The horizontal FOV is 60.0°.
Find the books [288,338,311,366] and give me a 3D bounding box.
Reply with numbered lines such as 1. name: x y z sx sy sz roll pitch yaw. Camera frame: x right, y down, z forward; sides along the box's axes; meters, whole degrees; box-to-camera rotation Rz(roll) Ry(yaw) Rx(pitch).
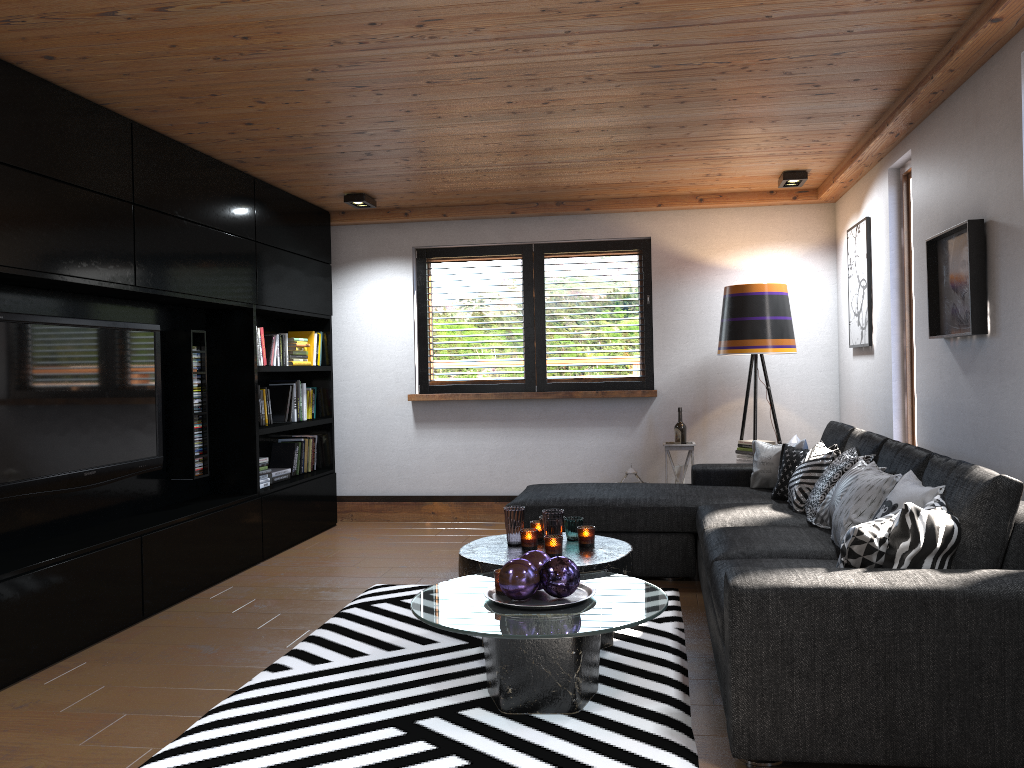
1. books: -1.612 -0.227 6.382 0.259 0.197 0.297 -1 1 12

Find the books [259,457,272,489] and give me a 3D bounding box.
1. books: -1.723 0.580 5.712 0.257 0.188 0.304 -1 1 16

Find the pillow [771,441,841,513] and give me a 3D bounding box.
1. pillow: 1.540 0.478 4.566 0.310 0.364 0.669 -1 1 4

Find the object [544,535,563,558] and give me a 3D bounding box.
1. object: 0.172 0.668 3.653 0.078 0.081 0.080 -1 1 24

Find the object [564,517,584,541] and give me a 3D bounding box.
1. object: 0.277 0.653 3.982 0.094 0.099 0.091 -2 1 -44

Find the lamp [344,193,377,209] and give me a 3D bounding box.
1. lamp: -1.060 -1.285 6.197 0.155 0.068 0.262 -1 1 9

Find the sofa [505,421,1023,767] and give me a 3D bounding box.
1. sofa: 0.861 0.664 4.035 2.081 0.818 3.101 -1 1 9

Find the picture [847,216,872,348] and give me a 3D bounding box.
1. picture: 2.199 -0.625 5.619 0.020 0.781 0.565 -1 0 9

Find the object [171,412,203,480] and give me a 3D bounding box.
1. object: -1.870 0.353 5.093 0.125 0.379 0.126 -1 0 9

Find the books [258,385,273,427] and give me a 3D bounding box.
1. books: -1.714 0.143 5.849 0.209 0.270 0.237 -1 1 9

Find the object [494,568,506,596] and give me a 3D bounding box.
1. object: -0.025 0.706 3.158 0.078 0.081 0.080 -1 1 24

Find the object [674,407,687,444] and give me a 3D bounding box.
1. object: 1.196 0.308 6.302 0.088 0.286 0.087 -1 0 -28

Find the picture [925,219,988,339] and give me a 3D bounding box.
1. picture: 1.866 -0.424 3.739 0.066 0.451 0.561 -1 1 10

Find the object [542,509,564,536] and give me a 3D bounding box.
1. object: 0.177 0.623 3.783 0.095 0.167 0.094 -1 0 -20

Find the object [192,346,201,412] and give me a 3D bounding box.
1. object: -1.878 -0.026 5.091 0.125 0.379 0.126 -1 0 9

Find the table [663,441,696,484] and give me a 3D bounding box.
1. table: 1.195 0.724 6.309 0.226 0.609 0.225 -1 0 9

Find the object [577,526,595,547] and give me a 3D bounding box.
1. object: 0.323 0.662 3.846 0.078 0.081 0.080 -1 1 24

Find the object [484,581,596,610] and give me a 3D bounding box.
1. object: 0.098 0.737 3.112 0.391 0.022 0.398 -1 1 28

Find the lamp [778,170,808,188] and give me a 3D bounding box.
1. lamp: 1.829 -1.340 5.781 0.155 0.068 0.262 -1 1 9

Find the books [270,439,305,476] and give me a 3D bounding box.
1. books: -1.624 0.531 6.421 0.206 0.256 0.245 -1 1 8

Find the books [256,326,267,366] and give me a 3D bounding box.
1. books: -1.711 -0.245 5.626 0.207 0.270 0.241 -1 1 9

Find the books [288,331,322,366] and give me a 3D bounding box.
1. books: -1.546 -0.262 6.636 0.212 0.261 0.211 -1 1 9

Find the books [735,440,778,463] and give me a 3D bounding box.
1. books: 1.663 0.464 5.989 0.221 0.159 0.253 -2 1 -24

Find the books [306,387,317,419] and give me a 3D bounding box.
1. books: -1.587 0.147 6.603 0.188 0.238 0.291 -1 1 8

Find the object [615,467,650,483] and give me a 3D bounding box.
1. object: 0.867 0.803 6.409 0.252 0.462 0.252 -1 0 9

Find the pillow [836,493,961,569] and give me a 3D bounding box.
1. pillow: 1.225 0.520 2.777 0.541 0.346 0.297 -2 1 -30

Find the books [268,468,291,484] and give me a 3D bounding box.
1. books: -1.671 0.629 6.066 0.208 0.073 0.267 -1 1 12

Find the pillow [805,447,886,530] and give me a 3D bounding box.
1. pillow: 1.469 0.487 3.935 0.274 0.355 0.730 -1 1 9

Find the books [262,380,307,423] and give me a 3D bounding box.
1. books: -1.629 0.122 6.280 0.221 0.296 0.346 -1 1 9

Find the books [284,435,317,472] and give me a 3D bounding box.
1. books: -1.590 0.523 6.628 0.212 0.261 0.253 -1 1 9

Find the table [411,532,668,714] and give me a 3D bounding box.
1. table: 0.155 0.898 3.422 0.893 0.371 1.530 -1 1 10

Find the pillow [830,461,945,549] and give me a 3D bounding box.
1. pillow: 1.374 0.485 3.291 0.283 0.328 0.727 -1 1 -1

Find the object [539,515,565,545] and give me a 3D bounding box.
1. object: 0.177 0.645 3.901 0.114 0.122 0.113 -1 1 -15

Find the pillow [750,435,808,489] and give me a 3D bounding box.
1. pillow: 1.549 0.465 5.075 0.218 0.347 0.565 -1 1 -11

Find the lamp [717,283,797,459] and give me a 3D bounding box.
1. lamp: 2.203 0.174 6.119 1.638 1.699 0.521 -1 0 -13

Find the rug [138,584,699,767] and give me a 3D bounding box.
1. rug: -0.177 1.101 3.291 1.656 0.020 2.911 -1 1 9

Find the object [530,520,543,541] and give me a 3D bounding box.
1. object: 0.121 0.663 4.009 0.078 0.081 0.080 -1 1 24

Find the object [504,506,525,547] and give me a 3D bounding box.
1. object: 0.012 0.625 3.891 0.095 0.167 0.094 -1 0 -20

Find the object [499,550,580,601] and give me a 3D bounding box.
1. object: 0.088 0.671 3.126 0.285 0.142 0.263 -1 1 -8

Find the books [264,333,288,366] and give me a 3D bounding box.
1. books: -1.692 -0.234 6.102 0.181 0.232 0.285 -1 1 12

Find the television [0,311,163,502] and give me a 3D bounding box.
1. television: -2.039 0.095 4.222 0.050 0.813 1.257 -1 1 10

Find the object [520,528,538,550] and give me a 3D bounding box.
1. object: 0.074 0.668 3.810 0.078 0.081 0.080 -1 1 24
